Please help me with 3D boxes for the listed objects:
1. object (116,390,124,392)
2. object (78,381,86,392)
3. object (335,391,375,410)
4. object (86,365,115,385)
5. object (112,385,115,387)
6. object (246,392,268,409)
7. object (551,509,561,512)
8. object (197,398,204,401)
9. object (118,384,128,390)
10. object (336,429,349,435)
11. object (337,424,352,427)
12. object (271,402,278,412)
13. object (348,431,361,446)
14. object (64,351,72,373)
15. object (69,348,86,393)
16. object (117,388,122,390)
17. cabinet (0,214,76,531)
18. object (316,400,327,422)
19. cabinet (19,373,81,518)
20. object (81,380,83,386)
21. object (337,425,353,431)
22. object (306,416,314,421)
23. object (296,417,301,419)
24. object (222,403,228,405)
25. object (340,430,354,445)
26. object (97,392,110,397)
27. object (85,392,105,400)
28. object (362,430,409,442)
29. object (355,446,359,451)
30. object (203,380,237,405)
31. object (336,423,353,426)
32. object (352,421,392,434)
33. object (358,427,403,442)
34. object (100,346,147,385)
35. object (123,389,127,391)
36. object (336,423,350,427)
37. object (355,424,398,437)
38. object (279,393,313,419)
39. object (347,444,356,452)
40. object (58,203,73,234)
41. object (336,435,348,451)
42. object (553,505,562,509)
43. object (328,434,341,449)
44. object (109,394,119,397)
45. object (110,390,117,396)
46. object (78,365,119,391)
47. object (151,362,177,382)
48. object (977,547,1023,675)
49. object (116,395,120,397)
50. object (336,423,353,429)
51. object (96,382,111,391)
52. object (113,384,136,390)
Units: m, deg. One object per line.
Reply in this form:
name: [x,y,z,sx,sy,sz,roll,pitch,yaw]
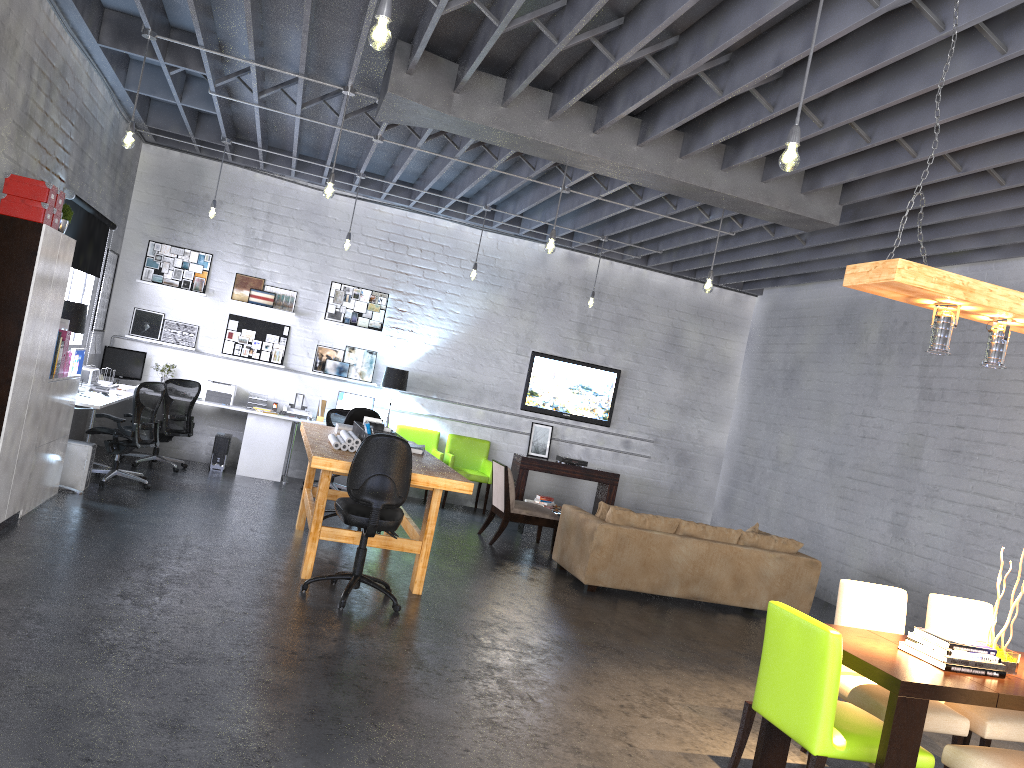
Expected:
object: [-4.178,0.075,9.439,0.006,0.006,0.087,11,-1,40]
object: [-4.188,0.023,8.586,0.082,0.090,0.090,11,0,10]
object: [-2.000,0.332,11.220,0.465,0.417,0.212,11,0,-10]
object: [-4.499,-0.085,9.617,0.324,0.208,0.232,12,0,-15]
object: [-4.477,0.021,9.939,0.048,0.012,0.111,12,-1,-35]
object: [-3.136,0.219,10.925,0.229,0.180,0.316,12,0,-15]
object: [0.540,1.532,10.760,0.137,0.031,0.137,11,-1,11]
object: [-3.709,0.179,10.498,0.103,0.021,0.131,12,-1,-35]
object: [-4.321,0.032,9.845,0.130,0.049,0.130,11,-1,2]
object: [-1.290,0.469,7.845,0.520,0.047,0.047,12,0,-15]
object: [-1.300,0.427,7.913,0.520,0.047,0.046,12,0,-15]
object: [-2.946,0.287,11.023,0.093,0.116,0.067,11,0,-15]
object: [-1.232,0.423,6.902,0.057,0.057,0.634,11,-1,-15]
object: [-3.803,-0.199,7.371,0.214,0.177,0.161,12,0,-15]
object: [-4.141,-0.138,8.285,0.212,0.417,0.464,11,0,-15]
object: [-4.276,0.058,9.662,0.057,0.013,0.013,12,0,-23]
cabinet: [-3.364,-0.040,5.926,0.291,2.047,0.872,11,0,-15]
object: [-2.389,0.332,11.117,0.087,0.259,0.236,11,0,-15]
cabinet: [-3.823,0.402,6.904,0.466,1.021,1.150,11,0,-15]
object: [-4.163,0.010,8.573,0.013,0.124,0.006,11,0,-41]
object: [-1.286,0.429,7.859,0.520,0.047,0.046,12,0,-17]
object: [-2.465,0.420,10.823,0.095,0.050,0.095,11,-1,43]
object: [-2.599,0.410,10.772,0.076,0.016,0.017,11,0,35]
object: [-3.411,0.242,10.541,0.075,0.016,0.017,11,0,10]
object: [-1.286,0.412,6.887,0.057,0.057,0.634,11,-1,-15]
object: [-3.965,0.096,8.611,0.114,0.036,0.058,12,-1,-25]
object: [-3.914,0.107,8.321,0.181,0.028,0.421,12,-1,-25]
object: [-0.979,0.472,6.780,0.317,0.156,0.306,12,-1,-15]
object: [-1.215,0.477,6.910,0.058,0.057,0.634,11,-1,-15]
object: [-3.557,0.105,10.813,0.351,0.235,0.350,12,0,-15]
object: [-1.336,0.421,8.047,0.520,0.047,0.046,12,0,-15]
object: [-1.215,0.436,7.671,0.317,0.156,0.306,12,-1,-15]
object: [-1.058,0.460,7.077,0.317,0.156,0.306,12,-1,-15]
object: [-4.569,-0.203,10.379,0.147,0.427,0.560,12,0,22]
object: [-4.231,0.064,9.670,0.071,0.020,0.058,11,-1,39]
object: [-1.324,0.423,8.002,0.520,0.047,0.046,12,0,-15]
object: [-1.136,0.448,7.374,0.317,0.156,0.306,12,-1,-15]
object: [-2.676,0.263,11.044,0.405,0.280,0.399,12,0,-15]
object: [-1.269,0.465,6.895,0.057,0.058,0.634,11,-1,-15]
object: [-3.206,-1.170,6.283,0.169,0.240,0.171,11,0,-16]
object: [-1.323,0.455,6.880,0.058,0.057,0.634,11,-1,-15]
object: [0.572,1.539,11.134,0.151,0.040,0.151,11,-1,2]
object: [-1.377,0.443,6.865,0.057,0.058,0.634,11,-1,-15]
object: [-3.929,0.115,8.712,0.119,0.016,0.119,11,-1,3]
object: [-3.918,0.093,8.717,0.078,0.049,0.062,12,-1,-45]
object: [-4.212,-0.049,8.904,0.485,0.230,0.420,12,0,-15]
object: [-4.191,-0.090,10.668,0.270,0.363,0.297,11,0,30]
object: [2.279,1.030,4.100,0.156,0.583,0.184,11,0,-15]
object: [-3.888,0.120,8.799,0.025,0.021,0.119,11,-1,12]
object: [-1.312,0.425,7.958,0.520,0.047,0.046,12,0,-15]
object: [-4.431,-0.004,9.288,0.392,0.064,0.259,12,-1,-15]
object: [-4.341,0.044,10.185,0.180,0.028,0.422,11,-1,35]
